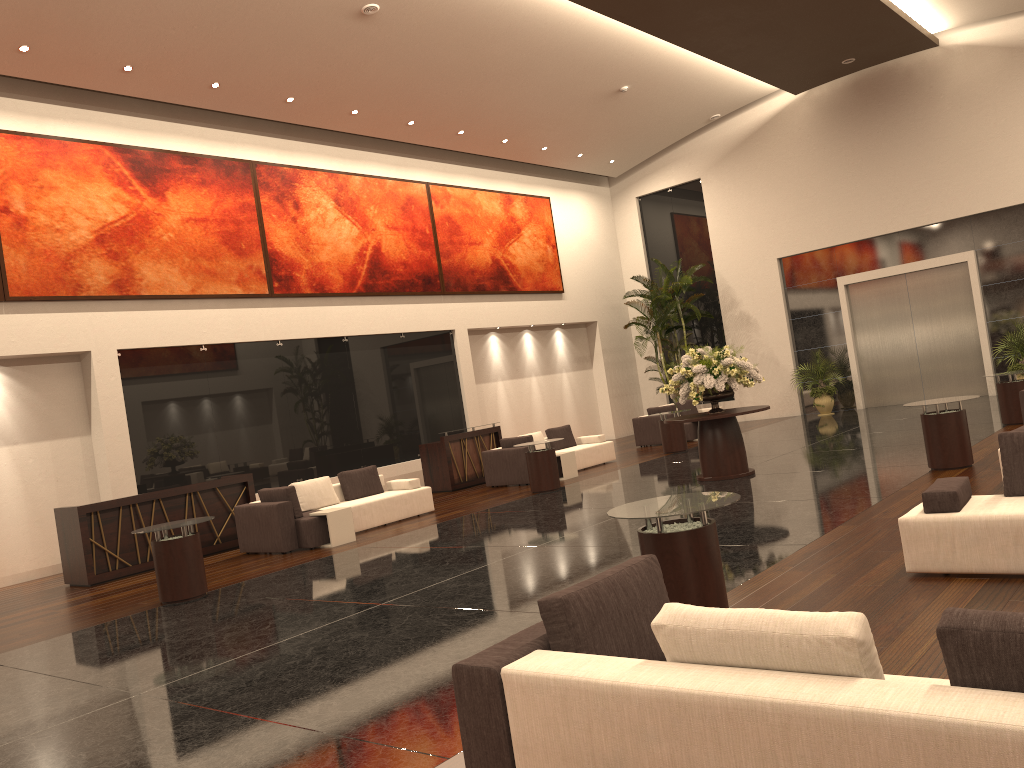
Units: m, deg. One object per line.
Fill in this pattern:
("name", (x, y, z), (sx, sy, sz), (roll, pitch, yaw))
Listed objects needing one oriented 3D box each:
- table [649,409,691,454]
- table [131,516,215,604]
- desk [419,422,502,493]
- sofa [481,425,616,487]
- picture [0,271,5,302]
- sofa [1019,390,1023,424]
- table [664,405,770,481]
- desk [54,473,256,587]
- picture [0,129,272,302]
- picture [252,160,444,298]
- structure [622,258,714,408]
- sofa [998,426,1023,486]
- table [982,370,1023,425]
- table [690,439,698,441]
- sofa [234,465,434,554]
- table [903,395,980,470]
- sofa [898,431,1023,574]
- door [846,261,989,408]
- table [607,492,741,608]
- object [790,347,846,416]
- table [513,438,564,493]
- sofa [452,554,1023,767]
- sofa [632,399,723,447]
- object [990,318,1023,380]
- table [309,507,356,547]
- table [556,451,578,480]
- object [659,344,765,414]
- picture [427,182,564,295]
("table", (3.216, 0.964, 17.736), (0.833, 0.795, 0.844), (-9, -1, 1))
("table", (-3.564, 1.897, 9.492), (0.844, 0.795, 0.833), (-8, -1, -11))
("desk", (-0.923, 1.426, 17.339), (0.760, 1.114, 1.634), (-9, -1, 40))
("sofa", (0.846, 1.281, 16.895), (1.291, 0.862, 2.846), (-9, -1, 40))
("picture", (-9.520, -2.150, 10.216), (0.070, 2.526, 6.485), (-9, -1, 40))
("sofa", (7.990, 0.130, 11.008), (2.846, 0.862, 1.291), (-9, -1, 40))
("table", (3.012, 0.874, 12.787), (1.498, 0.921, 1.498), (-9, -1, 31))
("desk", (-4.918, 2.012, 12.548), (0.700, 1.043, 2.606), (-9, -1, 40))
("picture", (-6.021, -2.632, 14.448), (0.070, 2.526, 4.515), (-9, -1, 40))
("picture", (-3.153, -3.027, 17.916), (0.070, 2.526, 4.515), (-9, -1, 40))
("structure", (4.307, -1.063, 23.433), (2.436, 4.611, 2.531), (-9, -1, 12))
("sofa", (6.548, 0.324, 8.813), (2.586, 0.862, 3.366), (-9, -1, 40))
("table", (7.852, 0.216, 13.817), (0.833, 0.795, 0.844), (-9, -1, 1))
("table", (4.172, 1.016, 19.854), (0.400, 0.460, 0.400), (-9, -1, 40))
("sofa", (-2.438, 1.733, 12.924), (1.291, 0.862, 2.846), (-9, -1, 40))
("table", (5.130, 0.590, 10.481), (0.833, 0.795, 0.844), (-9, -1, 1))
("sofa", (3.165, 0.789, 4.694), (2.586, 0.862, 3.366), (-9, -1, 40))
("door", (9.455, -1.086, 20.782), (2.767, 3.048, 0.040), (-9, -1, 40))
("table", (1.072, 1.149, 5.573), (0.844, 0.795, 0.833), (-8, -1, -11))
("object", (7.484, -0.086, 21.459), (1.373, 1.682, 1.297), (-8, -1, -17))
("table", (0.494, 1.338, 14.399), (0.833, 0.795, 0.844), (-9, -1, 1))
("sofa", (1.275, 1.055, 2.887), (2.846, 0.862, 1.291), (-9, -1, 40))
("sofa", (4.141, 0.828, 20.880), (1.291, 0.862, 2.846), (-9, -1, 40))
("object", (10.735, -0.611, 18.643), (1.373, 1.682, 1.297), (-8, -1, -12))
("table", (-2.407, 1.921, 11.898), (0.400, 0.460, 0.400), (-9, -1, 40))
("table", (0.877, 1.469, 15.870), (0.400, 0.460, 0.400), (-9, -1, 40))
("object", (2.880, -0.125, 12.780), (1.453, 1.097, 1.402), (-9, -1, -4))
("picture", (-0.282, -3.422, 21.387), (0.070, 2.526, 4.515), (-9, -1, 40))
